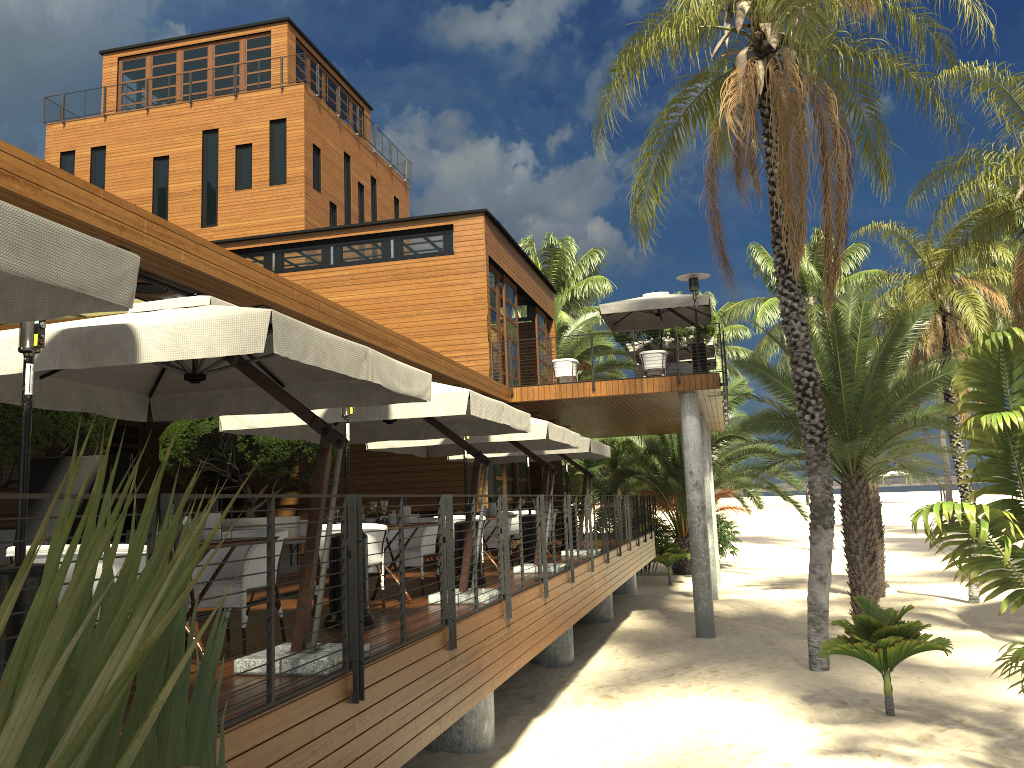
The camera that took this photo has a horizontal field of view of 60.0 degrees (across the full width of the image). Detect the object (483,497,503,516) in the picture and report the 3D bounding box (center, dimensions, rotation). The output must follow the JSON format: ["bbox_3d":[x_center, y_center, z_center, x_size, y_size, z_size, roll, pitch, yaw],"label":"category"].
[{"bbox_3d":[-0.302,1.653,11.984,0.263,0.265,0.263,3,-10,-31],"label":"object"}]

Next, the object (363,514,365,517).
[{"bbox_3d":[-2.630,2.333,15.644,0.086,0.086,0.086,-6,-9,24],"label":"object"}]

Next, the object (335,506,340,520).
[{"bbox_3d":[-3.024,2.240,15.383,0.082,0.227,0.082,2,-9,-24],"label":"object"}]

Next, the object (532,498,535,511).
[{"bbox_3d":[0.380,2.055,15.044,0.082,0.227,0.082,-5,-9,14],"label":"object"}]

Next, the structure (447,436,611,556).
[{"bbox_3d":[0.389,1.793,15.328,2.413,2.339,2.408,-4,-8,13],"label":"structure"}]

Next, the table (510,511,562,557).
[{"bbox_3d":[0.340,2.576,15.207,0.931,0.751,0.929,-4,-8,13],"label":"table"}]

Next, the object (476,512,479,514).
[{"bbox_3d":[-0.458,1.787,12.188,0.116,0.065,0.115,-4,-8,12],"label":"object"}]

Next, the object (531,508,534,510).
[{"bbox_3d":[0.351,2.199,15.471,0.116,0.065,0.115,-2,-8,-5],"label":"object"}]

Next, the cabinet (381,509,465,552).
[{"bbox_3d":[-1.787,2.978,17.818,1.610,0.840,0.556,-4,-9,13],"label":"cabinet"}]

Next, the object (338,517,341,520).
[{"bbox_3d":[-3.011,2.351,15.493,0.080,0.042,0.080,-3,-8,3],"label":"object"}]

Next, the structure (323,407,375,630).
[{"bbox_3d":[-1.322,0.816,7.131,0.699,2.198,0.697,-2,-9,1],"label":"structure"}]

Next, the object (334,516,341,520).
[{"bbox_3d":[-3.071,2.357,15.606,0.116,0.065,0.115,2,-9,-27],"label":"object"}]

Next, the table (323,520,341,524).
[{"bbox_3d":[-2.844,2.759,15.599,1.165,0.751,1.163,-5,-8,19],"label":"table"}]

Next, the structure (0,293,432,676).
[{"bbox_3d":[-2.010,0.570,5.587,2.413,2.339,2.408,-4,-8,13],"label":"structure"}]

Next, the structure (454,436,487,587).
[{"bbox_3d":[-0.534,1.218,10.333,0.699,2.198,0.697,-2,-9,1],"label":"structure"}]

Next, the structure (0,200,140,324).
[{"bbox_3d":[-2.810,0.162,2.340,2.413,2.339,2.408,-4,-8,13],"label":"structure"}]

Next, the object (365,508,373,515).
[{"bbox_3d":[-2.500,2.272,15.579,0.163,0.179,0.167,2,-9,-27],"label":"object"}]

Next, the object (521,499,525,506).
[{"bbox_3d":[0.197,2.133,15.563,0.082,0.227,0.082,-5,-9,14],"label":"object"}]

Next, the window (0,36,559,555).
[{"bbox_3d":[-5.462,-5.127,20.934,14.489,18.013,38.310,-1,-8,-9],"label":"window"}]

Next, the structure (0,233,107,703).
[{"bbox_3d":[-2.127,0.406,3.863,0.699,2.198,0.697,-2,-9,1],"label":"structure"}]

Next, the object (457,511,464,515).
[{"bbox_3d":[-0.686,1.738,11.839,0.086,0.086,0.086,-5,-9,18],"label":"object"}]

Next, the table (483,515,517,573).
[{"bbox_3d":[-0.464,2.166,11.942,0.931,0.751,0.929,-4,-8,13],"label":"table"}]

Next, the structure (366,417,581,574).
[{"bbox_3d":[-0.411,1.385,12.081,2.413,2.339,2.408,-4,-8,13],"label":"structure"}]

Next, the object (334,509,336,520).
[{"bbox_3d":[-3.157,2.298,15.770,0.082,0.227,0.082,5,-11,-41],"label":"object"}]

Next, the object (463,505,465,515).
[{"bbox_3d":[-0.592,1.716,12.049,0.163,0.179,0.167,-5,-9,15],"label":"object"}]

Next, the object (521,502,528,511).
[{"bbox_3d":[0.216,2.128,15.332,0.163,0.179,0.167,-5,-9,15],"label":"object"}]

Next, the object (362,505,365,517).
[{"bbox_3d":[-2.618,2.241,15.514,0.082,0.227,0.082,5,-11,-41],"label":"object"}]

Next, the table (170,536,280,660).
[{"bbox_3d":[-2.068,1.348,5.430,0.931,0.751,0.929,-4,-8,13],"label":"table"}]

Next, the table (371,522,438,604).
[{"bbox_3d":[-1.266,1.757,8.686,0.931,0.751,0.929,-4,-8,13],"label":"table"}]

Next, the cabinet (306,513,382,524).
[{"bbox_3d":[-3.362,3.092,18.189,1.610,0.840,0.556,-4,-9,13],"label":"cabinet"}]

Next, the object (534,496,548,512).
[{"bbox_3d":[0.506,2.065,15.267,0.263,0.265,0.263,3,-10,-31],"label":"object"}]

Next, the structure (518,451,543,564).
[{"bbox_3d":[0.257,1.622,13.544,0.699,2.198,0.697,-2,-9,1],"label":"structure"}]

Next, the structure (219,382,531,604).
[{"bbox_3d":[-1.210,0.978,8.834,2.413,2.339,2.408,-4,-8,13],"label":"structure"}]

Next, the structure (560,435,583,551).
[{"bbox_3d":[1.050,2.026,16.763,0.699,2.198,0.697,-2,-9,1],"label":"structure"}]

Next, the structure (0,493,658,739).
[{"bbox_3d":[0.925,2.166,12.654,0.163,1.156,26.203,-4,-8,13],"label":"structure"}]

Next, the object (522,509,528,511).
[{"bbox_3d":[0.234,2.155,15.111,0.116,0.065,0.115,-2,-8,-5],"label":"object"}]
